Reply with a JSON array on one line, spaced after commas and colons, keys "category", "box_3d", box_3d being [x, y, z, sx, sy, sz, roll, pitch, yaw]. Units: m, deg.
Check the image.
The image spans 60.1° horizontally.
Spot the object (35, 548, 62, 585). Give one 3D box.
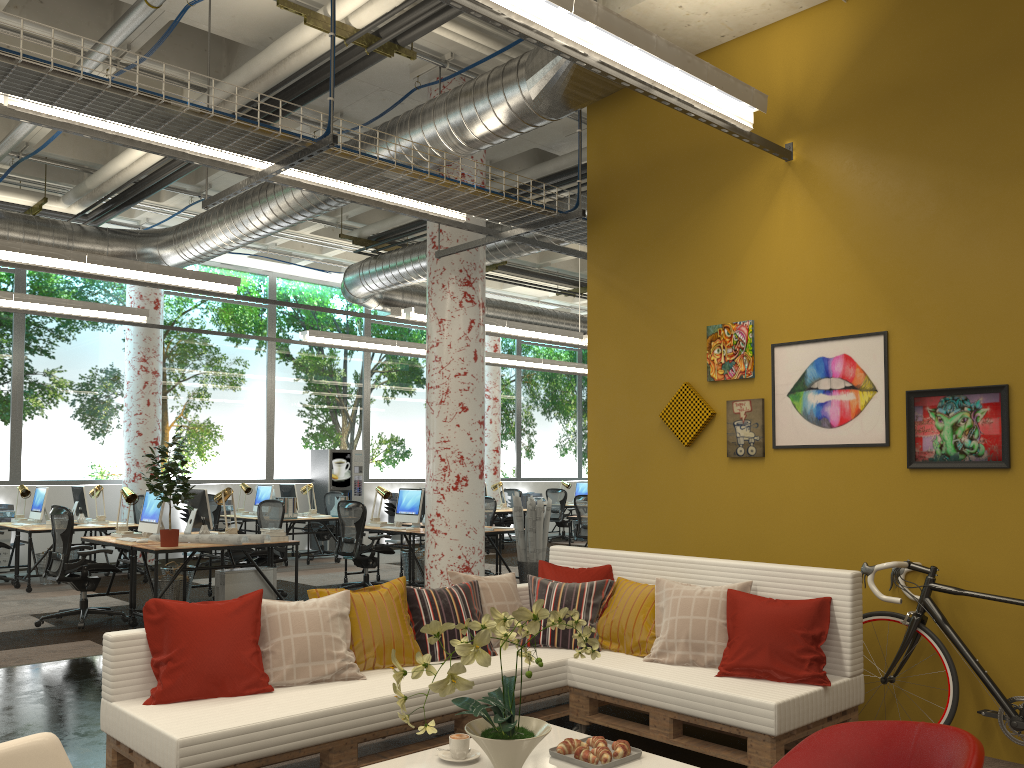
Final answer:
[{"category": "object", "box_3d": [-5.803, 2.290, 11.139, 0.359, 0.434, 0.354, -4, -5, 43]}]

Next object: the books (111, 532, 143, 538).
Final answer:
[{"category": "books", "box_3d": [-3.904, 1.530, 8.986, 0.226, 0.038, 0.309, 5, -8, -43]}]

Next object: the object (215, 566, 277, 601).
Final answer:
[{"category": "object", "box_3d": [-2.552, 2.007, 8.516, 0.542, 0.453, 0.221, 4, -5, -43]}]

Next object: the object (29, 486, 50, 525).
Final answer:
[{"category": "object", "box_3d": [-6.055, 1.563, 11.385, 0.190, 0.484, 0.484, 3, -5, -43]}]

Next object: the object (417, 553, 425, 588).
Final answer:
[{"category": "object", "box_3d": [-0.985, 2.243, 10.570, 0.359, 0.434, 0.354, -4, -5, 43]}]

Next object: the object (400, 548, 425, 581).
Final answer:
[{"category": "object", "box_3d": [-1.284, 2.339, 11.544, 0.359, 0.434, 0.354, -4, -5, 43]}]

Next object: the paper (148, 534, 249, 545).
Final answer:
[{"category": "paper", "box_3d": [-2.929, 1.432, 8.199, 1.134, 0.082, 0.083, -2, -5, 22]}]

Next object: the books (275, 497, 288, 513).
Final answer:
[{"category": "books", "box_3d": [-3.319, 1.789, 12.742, 0.068, 0.309, 0.234, 3, -4, -43]}]

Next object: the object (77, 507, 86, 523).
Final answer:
[{"category": "object", "box_3d": [-5.661, 1.728, 11.642, 0.101, 0.208, 0.102, 0, -3, 2]}]

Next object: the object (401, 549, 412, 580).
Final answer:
[{"category": "object", "box_3d": [-1.345, 2.347, 11.494, 0.120, 0.402, 0.235, 3, -4, -42]}]

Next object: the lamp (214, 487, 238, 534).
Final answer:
[{"category": "lamp", "box_3d": [-2.831, 1.331, 8.785, 0.209, 0.609, 0.529, 1, -4, -23]}]

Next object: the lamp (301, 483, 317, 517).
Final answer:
[{"category": "lamp", "box_3d": [-3.117, 1.837, 13.671, 0.219, 0.609, 0.529, 1, -4, -23]}]

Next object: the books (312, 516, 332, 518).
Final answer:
[{"category": "books", "box_3d": [-2.844, 1.983, 13.226, 0.200, 0.024, 0.236, -2, -6, 20]}]

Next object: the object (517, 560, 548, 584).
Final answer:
[{"category": "object", "box_3d": [0.237, 2.241, 10.229, 0.353, 0.397, 0.354, 0, -4, 2]}]

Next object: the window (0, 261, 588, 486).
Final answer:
[{"category": "window", "box_3d": [-5.013, -0.190, 15.006, 26.245, 3.753, 0.050, 5, -5, -43]}]

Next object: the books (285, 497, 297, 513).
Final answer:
[{"category": "books", "box_3d": [-3.211, 1.799, 12.843, 0.068, 0.309, 0.234, 3, -4, -43]}]

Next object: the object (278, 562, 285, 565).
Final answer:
[{"category": "object", "box_3d": [-3.458, 2.524, 13.319, 0.120, 0.402, 0.235, 3, -4, -42]}]

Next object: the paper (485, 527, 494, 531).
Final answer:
[{"category": "paper", "box_3d": [-0.574, 1.686, 10.315, 0.569, 0.061, 0.627, -5, -8, 44]}]

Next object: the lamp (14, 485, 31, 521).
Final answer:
[{"category": "lamp", "box_3d": [-6.501, 1.643, 11.777, 0.219, 0.609, 0.529, 1, -4, -23]}]

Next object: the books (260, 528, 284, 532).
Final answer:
[{"category": "books", "box_3d": [-2.310, 1.404, 8.521, 0.185, 0.030, 0.153, -5, -8, 45]}]

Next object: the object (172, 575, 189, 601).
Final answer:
[{"category": "object", "box_3d": [-3.167, 2.018, 8.435, 0.120, 0.402, 0.235, 3, -4, -42]}]

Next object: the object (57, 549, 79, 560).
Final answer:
[{"category": "object", "box_3d": [-6.102, 2.386, 12.114, 0.359, 0.434, 0.354, -4, -5, 43]}]

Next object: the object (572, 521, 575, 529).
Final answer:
[{"category": "object", "box_3d": [1.407, 3.110, 19.126, 0.120, 0.402, 0.235, 3, -4, -42]}]

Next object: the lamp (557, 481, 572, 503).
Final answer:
[{"category": "lamp", "box_3d": [1.069, 2.358, 18.840, 0.219, 0.609, 0.529, 1, -4, -23]}]

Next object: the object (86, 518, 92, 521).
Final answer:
[{"category": "object", "box_3d": [-5.886, 1.881, 12.303, 0.106, 0.029, 0.059, 5, -7, -42]}]

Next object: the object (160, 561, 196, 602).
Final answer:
[{"category": "object", "box_3d": [-3.528, 2.096, 9.360, 0.359, 0.434, 0.354, -4, -5, 43]}]

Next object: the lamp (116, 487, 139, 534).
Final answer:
[{"category": "lamp", "box_3d": [-3.927, 1.353, 9.023, 0.219, 0.609, 0.529, 1, -4, -23]}]

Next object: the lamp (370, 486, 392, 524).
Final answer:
[{"category": "lamp", "box_3d": [-1.678, 1.596, 11.210, 0.209, 0.609, 0.529, 1, -4, -23]}]

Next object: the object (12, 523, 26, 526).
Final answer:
[{"category": "object", "box_3d": [-6.235, 1.782, 11.242, 0.119, 0.017, 0.440, 5, -8, -43]}]

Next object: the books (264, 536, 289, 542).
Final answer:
[{"category": "books", "box_3d": [-2.305, 1.480, 8.501, 0.272, 0.050, 0.201, -5, -8, 44]}]

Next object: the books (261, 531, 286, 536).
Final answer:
[{"category": "books", "box_3d": [-2.298, 1.436, 8.529, 0.193, 0.044, 0.258, 3, -6, -25]}]

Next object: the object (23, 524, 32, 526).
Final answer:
[{"category": "object", "box_3d": [-6.016, 1.752, 10.997, 0.106, 0.029, 0.059, 5, -7, -42]}]

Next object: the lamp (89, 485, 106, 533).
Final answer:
[{"category": "lamp", "box_3d": [-5.405, 1.621, 11.539, 0.209, 0.609, 0.529, 1, -4, -23]}]

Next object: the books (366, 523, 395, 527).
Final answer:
[{"category": "books", "box_3d": [-1.660, 1.772, 11.170, 0.226, 0.038, 0.309, 5, -8, -43]}]

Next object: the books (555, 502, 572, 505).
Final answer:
[{"category": "books", "box_3d": [1.092, 2.535, 18.803, 0.226, 0.038, 0.309, 5, -8, -43]}]

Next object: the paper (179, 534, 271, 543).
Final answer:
[{"category": "paper", "box_3d": [-2.807, 1.443, 8.313, 1.134, 0.082, 0.083, -1, -4, 12]}]

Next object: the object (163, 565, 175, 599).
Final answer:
[{"category": "object", "box_3d": [-3.589, 2.104, 9.309, 0.120, 0.402, 0.235, 3, -4, -42]}]

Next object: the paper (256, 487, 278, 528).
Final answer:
[{"category": "paper", "box_3d": [-4.056, 2.273, 14.797, 0.441, 1.195, 0.413, -1, -3, 25]}]

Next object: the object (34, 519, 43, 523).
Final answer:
[{"category": "object", "box_3d": [-6.242, 1.729, 11.667, 0.101, 0.208, 0.102, 0, -3, 2]}]

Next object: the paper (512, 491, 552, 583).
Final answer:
[{"category": "paper", "box_3d": [0.214, 1.831, 10.254, 0.441, 1.195, 0.413, -1, -3, 25]}]

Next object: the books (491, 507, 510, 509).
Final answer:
[{"category": "books", "box_3d": [-0.228, 2.295, 16.410, 0.226, 0.038, 0.309, 5, -8, -43]}]

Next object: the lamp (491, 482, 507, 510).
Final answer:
[{"category": "lamp", "box_3d": [-0.204, 2.112, 16.389, 0.219, 0.609, 0.529, 1, -4, -23]}]

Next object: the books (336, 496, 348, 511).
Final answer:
[{"category": "books", "box_3d": [-2.580, 1.858, 13.432, 0.068, 0.309, 0.234, 3, -4, -43]}]

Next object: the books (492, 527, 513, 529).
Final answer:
[{"category": "books", "box_3d": [-0.119, 1.744, 10.734, 0.243, 0.019, 0.206, 1, -6, -6]}]

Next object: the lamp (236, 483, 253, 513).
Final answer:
[{"category": "lamp", "box_3d": [-4.213, 1.859, 13.909, 0.209, 0.609, 0.529, 1, -4, -23]}]

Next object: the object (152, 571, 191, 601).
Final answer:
[{"category": "object", "box_3d": [-3.228, 2.000, 8.385, 0.359, 0.434, 0.354, -4, -5, 43]}]
